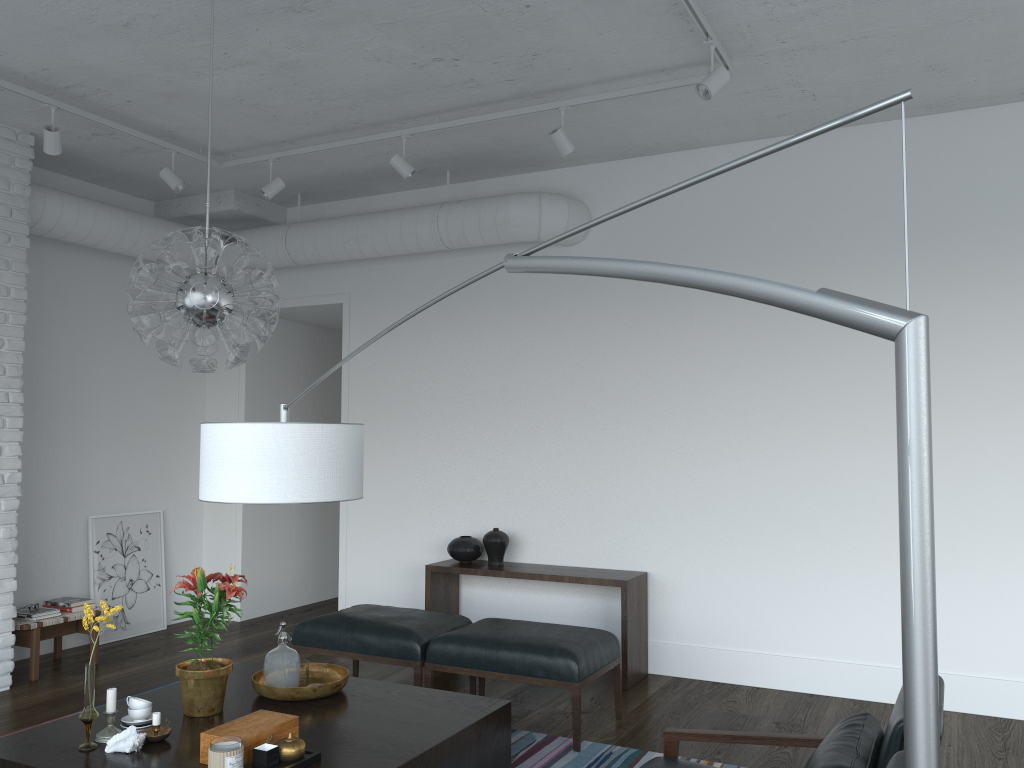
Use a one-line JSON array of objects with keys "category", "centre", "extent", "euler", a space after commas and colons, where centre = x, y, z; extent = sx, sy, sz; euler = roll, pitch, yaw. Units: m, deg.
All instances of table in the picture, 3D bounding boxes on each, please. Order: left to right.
[{"category": "table", "centre": [-2.880, 1.596, 5.501], "extent": [0.405, 0.345, 0.605], "euler": [-2, -4, 26]}, {"category": "table", "centre": [-0.903, 1.417, 3.186], "extent": [1.362, 0.394, 1.306], "euler": [-2, -4, 26]}, {"category": "table", "centre": [0.135, 1.464, 5.540], "extent": [1.362, 0.617, 0.375], "euler": [-2, -4, 26]}]

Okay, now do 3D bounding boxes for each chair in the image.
[{"category": "chair", "centre": [0.428, 1.206, 2.004], "extent": [0.983, 0.698, 0.678], "euler": [-2, -4, 26]}, {"category": "chair", "centre": [0.804, 1.254, 2.757], "extent": [0.983, 0.698, 0.678], "euler": [-2, -4, 26]}]

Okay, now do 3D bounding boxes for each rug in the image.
[{"category": "rug", "centre": [-0.830, 1.623, 3.240], "extent": [3.760, 0.012, 2.735], "euler": [-2, -4, 26]}]

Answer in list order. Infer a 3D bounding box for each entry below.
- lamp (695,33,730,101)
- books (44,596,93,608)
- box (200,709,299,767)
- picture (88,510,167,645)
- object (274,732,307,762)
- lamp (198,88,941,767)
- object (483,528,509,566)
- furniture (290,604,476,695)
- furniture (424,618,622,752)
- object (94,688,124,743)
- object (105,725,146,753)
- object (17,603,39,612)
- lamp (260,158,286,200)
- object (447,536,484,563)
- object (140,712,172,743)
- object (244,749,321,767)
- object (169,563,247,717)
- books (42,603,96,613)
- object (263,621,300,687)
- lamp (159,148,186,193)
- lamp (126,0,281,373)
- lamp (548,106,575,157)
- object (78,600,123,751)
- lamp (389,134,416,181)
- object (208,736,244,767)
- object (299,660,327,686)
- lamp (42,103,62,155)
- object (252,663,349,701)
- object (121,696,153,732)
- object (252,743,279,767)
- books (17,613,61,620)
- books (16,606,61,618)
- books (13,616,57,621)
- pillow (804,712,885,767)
[{"category": "lamp", "centre": [0.869, -1.366, 3.841], "extent": [0.154, 0.285, 0.088], "euler": [1, -4, -18]}, {"category": "books", "centre": [-2.830, 1.391, 5.661], "extent": [0.238, 0.025, 0.173], "euler": [-1, -4, 24]}, {"category": "box", "centre": [-0.848, 1.154, 2.884], "extent": [0.169, 0.093, 0.294], "euler": [-2, -4, 26]}, {"category": "picture", "centre": [-2.765, 1.375, 6.397], "extent": [0.093, 0.884, 0.637], "euler": [-2, -4, 26]}, {"category": "object", "centre": [-0.701, 1.140, 2.799], "extent": [0.103, 0.077, 0.103], "euler": [0, -4, -2]}, {"category": "lamp", "centre": [-0.197, 0.656, 1.629], "extent": [0.432, 1.738, 2.162], "euler": [2, -4, -29]}, {"category": "object", "centre": [-0.104, 1.048, 5.720], "extent": [0.171, 0.236, 0.171], "euler": [-2, -4, 31]}, {"category": "furniture", "centre": [-0.698, 1.489, 4.859], "extent": [0.828, 0.478, 0.584], "euler": [-2, -4, 26]}, {"category": "furniture", "centre": [0.065, 1.469, 4.479], "extent": [0.827, 0.476, 0.583], "euler": [-2, -4, 26]}, {"category": "object", "centre": [-1.370, 1.122, 3.029], "extent": [0.098, 0.174, 0.098], "euler": [-1, -4, 21]}, {"category": "object", "centre": [-1.269, 1.169, 2.914], "extent": [0.124, 0.078, 0.069], "euler": [0, -4, 9]}, {"category": "object", "centre": [-2.949, 1.361, 5.396], "extent": [0.093, 0.038, 0.134], "euler": [1, -4, -7]}, {"category": "lamp", "centre": [-1.472, -1.273, 5.464], "extent": [0.154, 0.285, 0.104], "euler": [2, -4, -23]}, {"category": "object", "centre": [-0.305, 1.087, 5.832], "extent": [0.245, 0.168, 0.245], "euler": [-1, -4, 18]}, {"category": "object", "centre": [-1.206, 1.159, 3.008], "extent": [0.102, 0.098, 0.102], "euler": [2, -4, -24]}, {"category": "object", "centre": [-0.715, 1.183, 2.767], "extent": [0.130, 0.023, 0.214], "euler": [-2, -4, 26]}, {"category": "object", "centre": [-1.131, 0.948, 3.306], "extent": [0.275, 0.558, 0.284], "euler": [1, -4, -11]}, {"category": "books", "centre": [-2.823, 1.419, 5.656], "extent": [0.267, 0.032, 0.185], "euler": [-1, -4, 24]}, {"category": "object", "centre": [-0.919, 1.095, 3.548], "extent": [0.143, 0.288, 0.143], "euler": [0, -4, -2]}, {"category": "lamp", "centre": [-2.026, -1.285, 5.295], "extent": [0.154, 0.285, 0.093], "euler": [0, -4, 5]}, {"category": "lamp", "centre": [-1.162, -0.817, 3.399], "extent": [0.552, 1.546, 0.552], "euler": [-1, -4, 14]}, {"category": "lamp", "centre": [0.261, -1.322, 4.587], "extent": [0.154, 0.285, 0.100], "euler": [3, -5, -40]}, {"category": "object", "centre": [-1.383, 0.969, 2.969], "extent": [0.120, 0.470, 0.121], "euler": [-3, -5, 42]}, {"category": "lamp", "centre": [-0.619, -1.297, 5.028], "extent": [0.154, 0.285, 0.094], "euler": [0, -4, 0]}, {"category": "object", "centre": [-0.853, 1.129, 2.661], "extent": [0.117, 0.116, 0.106], "euler": [0, -4, 6]}, {"category": "object", "centre": [-0.843, 1.200, 3.655], "extent": [0.195, 0.089, 0.085], "euler": [-2, -4, 36]}, {"category": "lamp", "centre": [-2.382, -1.330, 4.590], "extent": [0.097, 0.285, 0.154], "euler": [2, -4, -23]}, {"category": "object", "centre": [-0.855, 1.210, 3.591], "extent": [0.383, 0.068, 0.383], "euler": [2, -4, -21]}, {"category": "object", "centre": [-1.314, 1.158, 3.131], "extent": [0.121, 0.113, 0.124], "euler": [4, -5, -44]}, {"category": "object", "centre": [-0.758, 1.146, 2.730], "extent": [0.058, 0.055, 0.058], "euler": [-2, -4, 26]}, {"category": "books", "centre": [-2.924, 1.403, 5.402], "extent": [0.306, 0.011, 0.171], "euler": [-2, -4, 26]}, {"category": "books", "centre": [-2.934, 1.389, 5.406], "extent": [0.280, 0.019, 0.202], "euler": [-1, -4, 24]}, {"category": "books", "centre": [-2.932, 1.414, 5.408], "extent": [0.273, 0.011, 0.172], "euler": [-2, -4, 26]}, {"category": "pillow", "centre": [0.977, 1.202, 2.667], "extent": [0.246, 0.293, 0.612], "euler": [-2, -4, 26]}]
